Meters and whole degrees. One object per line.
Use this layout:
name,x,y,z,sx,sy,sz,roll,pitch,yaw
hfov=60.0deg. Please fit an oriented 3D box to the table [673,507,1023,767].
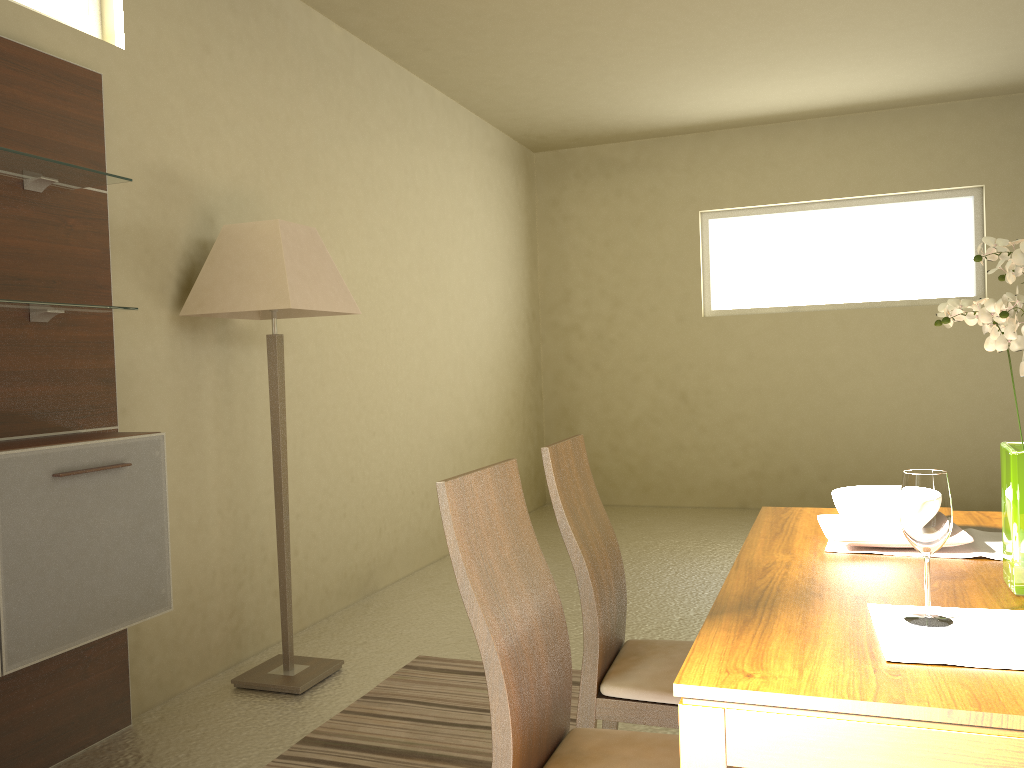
table,0.937,0.747,1.649,1.000,0.790,1.411,-2,1,20

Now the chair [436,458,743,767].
chair,0.187,0.661,1.600,0.507,1.017,0.404,-2,1,20

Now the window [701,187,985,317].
window,2.505,-0.986,6.856,2.025,0.848,0.100,-2,1,20

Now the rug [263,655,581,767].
rug,-0.278,1.158,2.822,0.843,0.010,1.613,-2,1,21

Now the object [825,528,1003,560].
object,0.990,0.339,1.894,0.589,0.010,0.287,-1,1,24

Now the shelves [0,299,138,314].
shelves,-1.737,-0.195,1.717,0.255,0.008,2.463,-2,1,20

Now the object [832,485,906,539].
object,0.825,0.287,1.940,0.233,0.101,0.233,-2,1,9

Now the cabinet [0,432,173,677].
cabinet,-1.658,0.481,1.712,0.372,0.570,2.463,-2,1,20

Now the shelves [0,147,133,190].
shelves,-1.751,-0.603,1.707,0.255,0.008,2.463,-2,1,20

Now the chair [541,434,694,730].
chair,0.380,0.642,2.158,0.507,1.017,0.404,-2,1,18

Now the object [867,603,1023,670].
object,0.829,0.360,1.251,0.589,0.010,0.287,-2,1,17

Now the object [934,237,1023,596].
object,0.899,0.053,1.517,0.304,0.608,0.302,-1,1,24

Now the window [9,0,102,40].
window,0.671,-0.318,0.451,6.429,3.000,4.466,-2,1,18

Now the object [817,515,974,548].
object,0.826,0.328,1.941,0.283,0.033,0.283,-2,1,14

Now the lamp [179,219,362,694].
lamp,-0.914,0.273,3.494,0.499,1.782,0.499,-2,1,20

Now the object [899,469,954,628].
object,0.638,0.250,1.365,0.075,0.232,0.075,-3,1,-21
